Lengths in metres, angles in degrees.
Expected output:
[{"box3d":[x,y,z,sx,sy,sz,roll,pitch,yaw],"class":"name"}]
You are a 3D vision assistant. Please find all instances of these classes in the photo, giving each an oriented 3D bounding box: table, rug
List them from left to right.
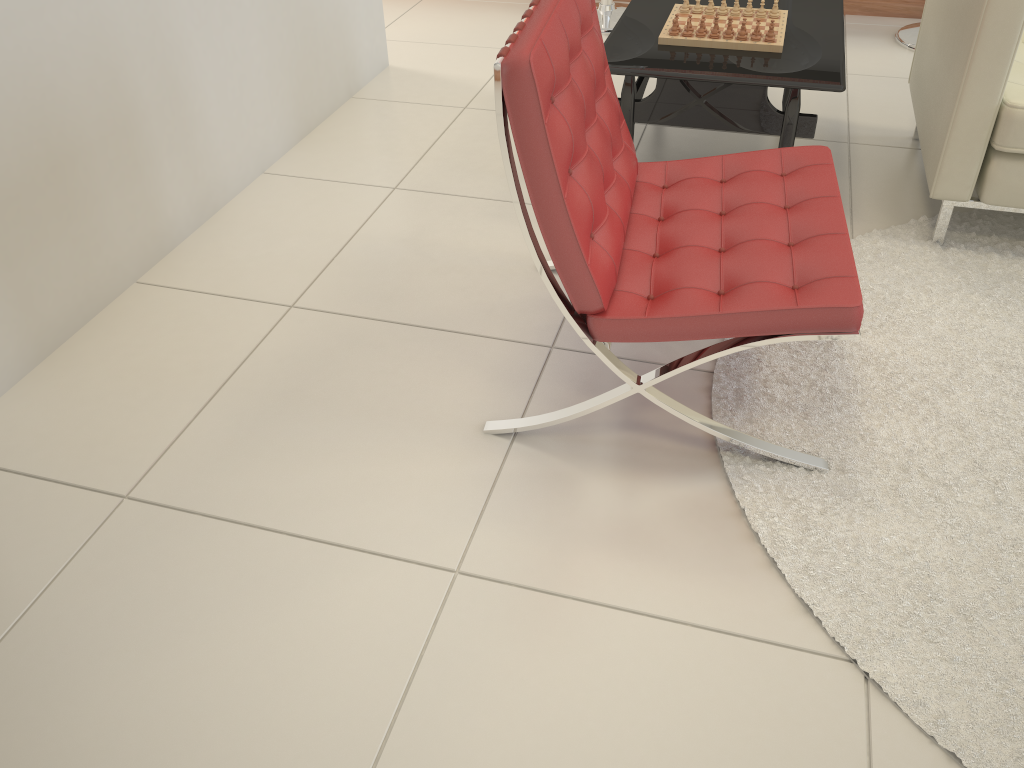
[{"box3d":[0.681,-0.956,2.898,0.702,0.411,0.941,9,39,14],"class":"table"},{"box3d":[2.060,0.247,1.634,3.335,0.004,2.506,10,39,15],"class":"rug"}]

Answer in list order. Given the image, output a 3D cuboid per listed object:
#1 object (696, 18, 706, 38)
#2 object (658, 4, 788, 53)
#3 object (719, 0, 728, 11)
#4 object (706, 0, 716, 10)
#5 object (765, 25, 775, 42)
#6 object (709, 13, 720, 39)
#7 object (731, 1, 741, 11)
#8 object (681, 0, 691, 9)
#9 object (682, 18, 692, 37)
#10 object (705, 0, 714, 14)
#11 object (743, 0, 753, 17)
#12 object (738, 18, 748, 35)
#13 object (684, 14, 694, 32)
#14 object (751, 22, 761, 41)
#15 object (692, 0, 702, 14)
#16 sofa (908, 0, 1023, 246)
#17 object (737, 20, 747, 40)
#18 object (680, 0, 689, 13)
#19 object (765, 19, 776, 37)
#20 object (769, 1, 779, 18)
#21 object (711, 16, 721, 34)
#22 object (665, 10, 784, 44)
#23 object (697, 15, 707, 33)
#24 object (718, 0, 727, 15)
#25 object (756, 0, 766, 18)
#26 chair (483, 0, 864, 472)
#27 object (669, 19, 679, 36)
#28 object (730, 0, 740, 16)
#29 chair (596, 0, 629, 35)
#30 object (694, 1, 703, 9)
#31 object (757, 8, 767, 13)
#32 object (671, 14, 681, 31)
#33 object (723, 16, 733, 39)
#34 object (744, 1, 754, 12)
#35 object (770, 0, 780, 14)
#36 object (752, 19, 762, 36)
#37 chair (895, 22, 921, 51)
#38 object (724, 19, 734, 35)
[{"box3d":[0.563,-1.060,2.628,0.030,0.053,0.030,14,40,20],"class":"object"},{"box3d":[0.661,-1.107,2.743,0.361,0.020,0.370,9,39,14],"class":"object"},{"box3d":[0.680,-1.230,2.831,0.030,0.067,0.030,14,40,20],"class":"object"},{"box3d":[0.642,-1.231,2.845,0.030,0.053,0.030,14,40,20],"class":"object"},{"box3d":[0.755,-1.023,2.583,0.030,0.043,0.030,14,40,20],"class":"object"},{"box3d":[0.601,-1.059,2.614,0.030,0.067,0.030,14,40,20],"class":"object"},{"box3d":[0.718,-1.222,2.823,0.030,0.062,0.030,14,40,20],"class":"object"},{"box3d":[0.565,-1.240,2.867,0.030,0.043,0.030,14,40,20],"class":"object"},{"box3d":[0.525,-1.065,2.638,0.030,0.051,0.030,14,40,20],"class":"object"},{"box3d":[0.631,-1.204,2.815,0.030,0.048,0.030,14,40,20],"class":"object"},{"box3d":[0.746,-1.185,2.786,0.030,0.048,0.030,14,40,20],"class":"object"},{"box3d":[0.689,-1.063,2.631,0.030,0.048,0.030,14,40,20],"class":"object"},{"box3d":[0.536,-1.089,2.670,0.030,0.048,0.030,14,40,20],"class":"object"},{"box3d":[0.716,-1.033,2.590,0.030,0.051,0.030,14,40,20],"class":"object"},{"box3d":[0.592,-1.211,2.825,0.030,0.048,0.030,14,40,20],"class":"object"},{"box3d":[2.473,-0.816,2.253,2.570,0.897,1.027,9,39,14],"class":"sofa"},{"box3d":[0.678,-1.040,2.599,0.030,0.053,0.030,14,40,20],"class":"object"},{"box3d":[0.554,-1.217,2.835,0.030,0.048,0.030,14,40,20],"class":"object"},{"box3d":[0.766,-1.050,2.612,0.030,0.048,0.030,14,40,20],"class":"object"},{"box3d":[0.822,-1.172,2.767,0.030,0.048,0.030,14,40,20],"class":"object"},{"box3d":[0.613,-1.076,2.651,0.030,0.048,0.030,14,40,20],"class":"object"},{"box3d":[0.660,-1.115,2.737,0.347,0.001,0.359,9,39,14],"class":"object"},{"box3d":[0.574,-1.082,2.660,0.030,0.048,0.030,14,40,20],"class":"object"},{"box3d":[0.669,-1.198,2.806,0.030,0.048,0.030,14,40,20],"class":"object"},{"box3d":[0.784,-1.179,2.777,0.030,0.048,0.030,14,40,20],"class":"object"},{"box3d":[0.345,-0.389,1.871,0.707,0.794,0.719,6,38,10],"class":"chair"},{"box3d":[0.486,-1.068,2.650,0.030,0.043,0.030,14,40,20],"class":"object"},{"box3d":[0.707,-1.191,2.796,0.030,0.048,0.030,14,40,20],"class":"object"},{"box3d":[0.441,-2.130,3.946,0.459,0.992,0.475,16,41,22],"class":"chair"},{"box3d":[0.603,-1.236,2.855,0.030,0.051,0.031,4,38,8],"class":"object"},{"box3d":[0.795,-1.204,2.807,0.030,0.051,0.031,4,38,8],"class":"object"},{"box3d":[0.497,-1.095,2.680,0.030,0.048,0.030,14,40,20],"class":"object"},{"box3d":[0.639,-1.050,2.606,0.030,0.062,0.030,14,40,20],"class":"object"},{"box3d":[0.757,-1.211,2.816,0.030,0.053,0.030,14,40,20],"class":"object"},{"box3d":[0.834,-1.194,2.800,0.030,0.043,0.030,14,40,20],"class":"object"},{"box3d":[0.728,-1.056,2.622,0.030,0.048,0.030,14,40,20],"class":"object"},{"box3d":[1.904,-1.883,3.578,0.459,0.992,0.475,16,41,22],"class":"chair"},{"box3d":[0.651,-1.069,2.641,0.030,0.048,0.030,14,40,20],"class":"object"}]
